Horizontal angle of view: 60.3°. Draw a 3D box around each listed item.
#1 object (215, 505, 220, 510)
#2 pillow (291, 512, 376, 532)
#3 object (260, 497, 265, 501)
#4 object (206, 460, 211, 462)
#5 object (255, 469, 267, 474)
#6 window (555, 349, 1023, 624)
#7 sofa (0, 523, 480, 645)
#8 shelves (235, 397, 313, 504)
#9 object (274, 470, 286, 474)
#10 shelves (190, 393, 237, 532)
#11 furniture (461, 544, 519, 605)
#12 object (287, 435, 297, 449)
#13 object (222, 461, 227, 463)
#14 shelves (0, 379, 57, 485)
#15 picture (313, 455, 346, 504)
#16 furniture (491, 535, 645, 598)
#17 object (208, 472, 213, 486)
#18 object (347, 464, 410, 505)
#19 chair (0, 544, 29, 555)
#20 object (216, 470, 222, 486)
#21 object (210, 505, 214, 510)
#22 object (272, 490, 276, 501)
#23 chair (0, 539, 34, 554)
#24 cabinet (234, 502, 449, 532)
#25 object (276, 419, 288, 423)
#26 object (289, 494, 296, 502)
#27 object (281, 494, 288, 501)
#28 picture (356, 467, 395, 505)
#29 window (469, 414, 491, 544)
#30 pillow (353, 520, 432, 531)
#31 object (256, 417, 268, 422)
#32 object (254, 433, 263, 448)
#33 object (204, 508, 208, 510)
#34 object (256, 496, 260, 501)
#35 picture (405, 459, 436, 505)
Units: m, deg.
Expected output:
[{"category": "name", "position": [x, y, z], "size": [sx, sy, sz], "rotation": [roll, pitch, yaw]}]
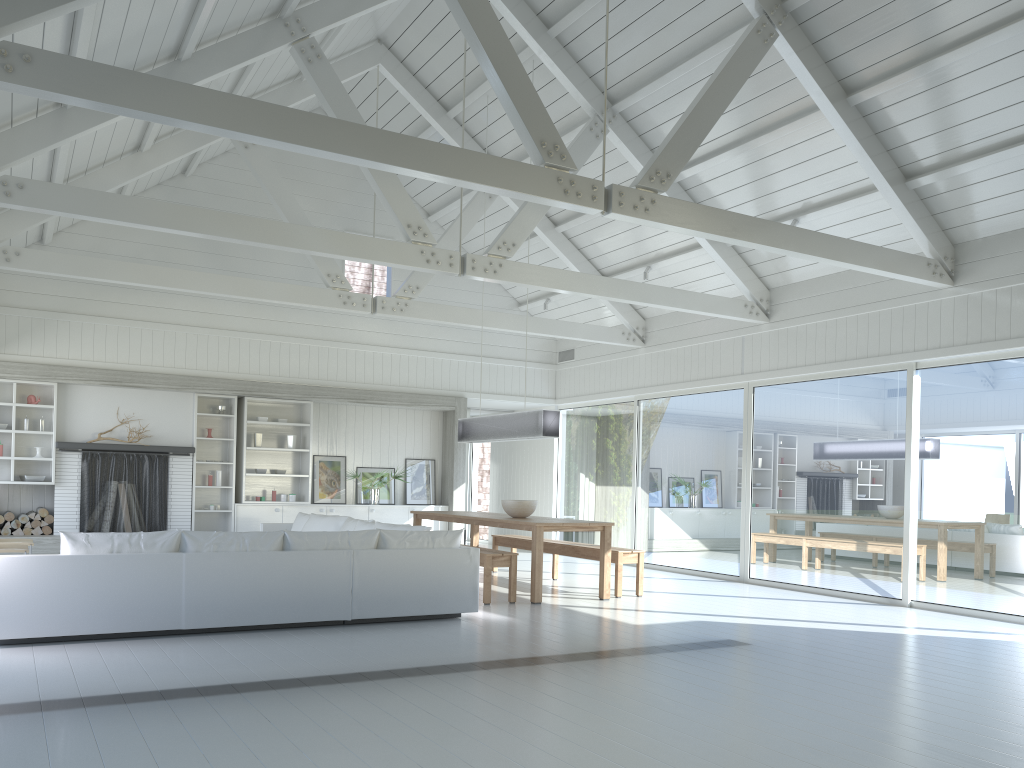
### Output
[{"category": "object", "position": [-3.977, 1.670, 11.904], "size": [0.058, 0.061, 0.057], "rotation": [3, -4, -30]}, {"category": "pillow", "position": [-1.992, 1.678, 9.686], "size": [0.463, 0.477, 2.059], "rotation": [4, -6, -37]}, {"category": "object", "position": [-3.457, 1.591, 12.211], "size": [0.057, 0.061, 0.058], "rotation": [-1, -4, 38]}, {"category": "object", "position": [-4.074, 1.035, 11.821], "size": [0.054, 0.025, 0.054], "rotation": [4, -6, -30]}, {"category": "object", "position": [-3.471, 1.207, 12.180], "size": [0.141, 0.066, 0.141], "rotation": [4, -6, -30]}, {"category": "window", "position": [3.399, 1.091, 9.661], "size": [0.080, 2.416, 10.947], "rotation": [2, -5, -30]}, {"category": "sofa", "position": [-2.794, 1.601, 8.166], "size": [3.485, 0.736, 4.141], "rotation": [5, -7, -29]}, {"category": "shelves", "position": [-3.365, 0.954, 12.402], "size": [0.941, 1.442, 0.605], "rotation": [3, -2, -30]}, {"category": "object", "position": [-3.274, 1.244, 12.457], "size": [0.141, 0.066, 0.141], "rotation": [4, -6, -30]}, {"category": "shelves", "position": [-4.103, 1.165, 11.982], "size": [0.541, 1.998, 0.605], "rotation": [2, -1, -30]}, {"category": "furniture", "position": [-0.755, 1.925, 9.333], "size": [0.341, 0.470, 2.685], "rotation": [3, -6, -30]}, {"category": "object", "position": [-3.098, 0.817, 12.390], "size": [0.102, 0.196, 0.103], "rotation": [1, -2, 15]}, {"category": "object", "position": [-3.923, 1.063, 12.034], "size": [0.054, 0.025, 0.054], "rotation": [4, -6, -30]}, {"category": "shelves", "position": [-6.044, 0.593, 10.718], "size": [0.867, 1.238, 0.549], "rotation": [3, -2, -30]}, {"category": "picture", "position": [-2.639, 1.389, 12.777], "size": [0.496, 0.703, 0.065], "rotation": [3, -1, -30]}, {"category": "furniture", "position": [0.545, 2.042, 10.078], "size": [0.341, 0.470, 2.685], "rotation": [3, -6, -30]}, {"category": "object", "position": [-4.056, 1.273, 11.854], "size": [0.054, 0.196, 0.054], "rotation": [2, -1, -31]}, {"category": "object", "position": [-1.917, 1.451, 12.861], "size": [0.974, 0.628, 0.622], "rotation": [4, -4, -32]}, {"category": "chair", "position": [-4.474, 1.467, 7.583], "size": [0.556, 0.779, 0.595], "rotation": [3, -3, -30]}, {"category": "object", "position": [-3.962, 1.274, 11.905], "size": [0.072, 0.211, 0.071], "rotation": [2, -1, -30]}, {"category": "object", "position": [-4.042, 1.659, 11.868], "size": [0.054, 0.071, 0.054], "rotation": [3, -3, -30]}, {"category": "object", "position": [-3.314, 1.535, 12.281], "size": [0.054, 0.196, 0.054], "rotation": [2, -1, -31]}, {"category": "chair", "position": [-4.813, 1.539, 8.289], "size": [0.556, 0.779, 0.595], "rotation": [3, -3, -30]}, {"category": "cabinet", "position": [-2.489, 2.032, 12.887], "size": [3.190, 0.550, 0.654], "rotation": [5, -5, -30]}, {"category": "object", "position": [-3.256, 0.530, 12.460], "size": [0.141, 0.066, 0.141], "rotation": [4, -6, -30]}, {"category": "object", "position": [-3.083, 1.595, 12.379], "size": [0.085, 0.111, 0.085], "rotation": [1, -3, 5]}, {"category": "object", "position": [-3.200, 1.602, 12.391], "size": [0.091, 0.095, 0.090], "rotation": [1, -3, 4]}, {"category": "picture", "position": [-2.028, 1.521, 13.140], "size": [0.610, 0.553, 0.053], "rotation": [4, -1, -30]}, {"category": "window", "position": [-0.572, 1.792, 16.652], "size": [0.038, 2.426, 0.945], "rotation": [2, -1, -30]}, {"category": "pillow", "position": [-1.198, 1.530, 8.223], "size": [0.467, 0.477, 1.319], "rotation": [4, -6, -38]}, {"category": "object", "position": [-3.454, 0.494, 12.183], "size": [0.141, 0.066, 0.141], "rotation": [4, -6, -30]}, {"category": "object", "position": [-3.504, 0.780, 12.157], "size": [0.103, 0.196, 0.103], "rotation": [2, -2, -30]}, {"category": "object", "position": [-4.109, 1.676, 11.830], "size": [0.054, 0.025, 0.054], "rotation": [4, -6, -30]}, {"category": "object", "position": [-3.505, 1.578, 12.154], "size": [0.054, 0.071, 0.054], "rotation": [-1, -3, 39]}, {"category": "picture", "position": [-1.398, 1.500, 13.488], "size": [0.496, 0.703, 0.065], "rotation": [3, -1, -30]}]
